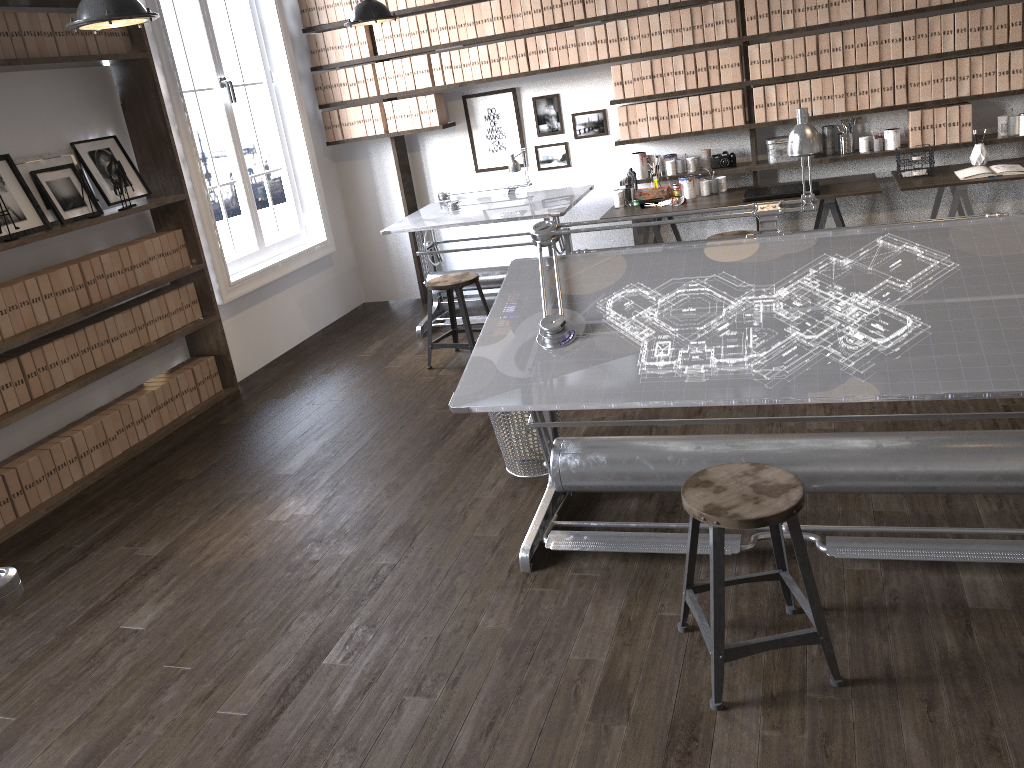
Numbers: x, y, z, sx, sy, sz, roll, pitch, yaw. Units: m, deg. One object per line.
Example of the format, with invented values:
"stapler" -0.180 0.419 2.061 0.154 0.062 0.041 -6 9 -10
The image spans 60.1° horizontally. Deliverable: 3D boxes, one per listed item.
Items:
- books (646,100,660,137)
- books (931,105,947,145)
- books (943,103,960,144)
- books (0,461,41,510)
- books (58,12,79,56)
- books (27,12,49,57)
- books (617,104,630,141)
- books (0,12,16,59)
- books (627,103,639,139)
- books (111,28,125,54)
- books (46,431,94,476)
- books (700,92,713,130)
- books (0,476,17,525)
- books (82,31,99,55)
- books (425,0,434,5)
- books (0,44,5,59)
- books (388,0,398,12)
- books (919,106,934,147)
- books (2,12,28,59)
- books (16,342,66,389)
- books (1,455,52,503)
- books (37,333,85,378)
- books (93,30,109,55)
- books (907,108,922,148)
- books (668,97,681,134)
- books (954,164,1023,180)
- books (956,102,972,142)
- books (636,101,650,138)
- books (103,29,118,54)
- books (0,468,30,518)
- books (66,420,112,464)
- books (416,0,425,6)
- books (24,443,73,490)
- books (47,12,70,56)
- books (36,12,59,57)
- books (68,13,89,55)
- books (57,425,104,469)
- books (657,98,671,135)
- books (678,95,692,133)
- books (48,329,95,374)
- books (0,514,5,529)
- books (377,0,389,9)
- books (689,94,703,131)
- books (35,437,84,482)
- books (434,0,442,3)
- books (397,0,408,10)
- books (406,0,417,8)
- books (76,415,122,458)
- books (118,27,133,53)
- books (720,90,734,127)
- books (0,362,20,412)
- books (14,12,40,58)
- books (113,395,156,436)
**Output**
"books" 0.973 -1.807 6.023 0.067 0.222 0.177 -3 19 20
"books" 2.662 -1.615 5.523 0.066 0.222 0.177 -3 19 20
"books" 2.727 -1.616 5.496 0.066 0.222 0.177 -3 19 20
"books" -2.372 0.485 4.231 0.174 0.222 0.068 -3 18 20
"books" -2.367 -1.797 4.601 0.174 0.222 0.068 -3 18 20
"books" -2.428 -1.721 4.417 0.174 0.222 0.068 -3 18 20
"books" 0.783 -1.799 6.090 0.067 0.222 0.177 -3 19 20
"books" -2.491 -1.646 4.233 0.174 0.222 0.068 -3 18 20
"books" 0.847 -1.803 6.071 0.066 0.222 0.177 -3 19 20
"books" -2.263 -1.923 4.908 0.174 0.222 0.068 -3 18 20
"books" -2.263 0.357 4.541 0.174 0.222 0.068 -3 18 20
"books" 1.307 -1.819 5.904 0.067 0.222 0.177 -3 19 20
"books" -2.417 0.540 4.097 0.174 0.222 0.068 -3 18 20
"books" -2.323 -1.848 4.726 0.174 0.222 0.068 -3 18 20
"books" -0.564 -2.772 6.193 0.067 0.222 0.177 -3 19 20
"books" -2.508 -1.620 4.168 0.174 0.222 0.068 -3 18 20
"books" -0.825 -2.764 6.293 0.066 0.222 0.177 -3 19 20
"books" 2.595 -1.613 5.547 0.066 0.222 0.177 -3 19 20
"books" -2.469 -1.672 4.297 0.174 0.222 0.068 -3 18 20
"books" -2.338 -0.089 4.396 0.174 0.222 0.068 -3 18 20
"books" -2.350 0.461 4.289 0.174 0.222 0.068 -3 18 20
"books" -2.302 -0.141 4.526 0.174 0.222 0.068 -3 18 20
"books" -2.298 -1.875 4.790 0.174 0.222 0.068 -3 18 20
"books" 2.530 -1.608 5.564 0.067 0.222 0.177 -3 19 20
"books" 1.107 -1.814 5.982 0.066 0.222 0.177 -3 19 20
"books" 2.744 -1.221 5.071 0.354 0.029 0.260 -2 21 20
"books" 2.795 -1.620 5.477 0.066 0.222 0.177 -3 19 20
"books" 0.906 -1.805 6.049 0.066 0.222 0.177 -3 19 20
"books" -2.278 -1.900 4.850 0.174 0.222 0.068 -3 18 20
"books" -2.389 0.512 4.162 0.174 0.222 0.068 -3 18 20
"books" -2.226 0.307 4.664 0.174 0.222 0.068 -3 18 20
"books" -0.625 -2.772 6.221 0.066 0.222 0.177 -3 19 20
"books" -2.306 0.411 4.409 0.174 0.222 0.068 -3 18 20
"books" -2.384 -1.771 4.537 0.174 0.222 0.068 -3 18 20
"books" -2.407 -1.744 4.473 0.174 0.222 0.068 -3 18 20
"books" -2.347 -1.823 4.665 0.174 0.222 0.068 -3 18 20
"books" -2.243 0.330 4.607 0.174 0.222 0.068 -3 18 20
"books" 1.041 -1.811 6.003 0.066 0.222 0.177 -3 19 20
"books" 1.171 -1.815 5.955 0.066 0.222 0.177 -3 19 20
"books" -2.280 -0.167 4.588 0.174 0.222 0.068 -3 18 20
"books" -2.434 0.566 4.031 0.174 0.222 0.068 -3 18 20
"books" -0.898 -2.760 6.313 0.067 0.222 0.177 -3 19 20
"books" 1.239 -1.816 5.928 0.066 0.222 0.177 -3 19 20
"books" -2.287 0.385 4.475 0.174 0.222 0.068 -3 18 20
"books" -0.499 -2.776 6.175 0.066 0.222 0.177 -3 19 20
"books" -0.760 -2.765 6.265 0.066 0.222 0.177 -3 19 20
"books" -0.692 -2.769 6.245 0.066 0.222 0.177 -3 19 20
"books" -2.201 0.283 4.723 0.174 0.222 0.068 -3 18 20
"books" -2.243 -1.949 4.971 0.174 0.222 0.068 -3 18 20
"books" 1.430 -1.826 5.867 0.066 0.222 0.177 -3 19 20
"books" -2.426 0.017 4.140 0.174 0.222 0.068 -3 18 20
"books" -2.444 -1.697 4.355 0.174 0.222 0.068 -3 18 20
"books" -2.119 0.179 4.977 0.174 0.222 0.068 -3 18 20
